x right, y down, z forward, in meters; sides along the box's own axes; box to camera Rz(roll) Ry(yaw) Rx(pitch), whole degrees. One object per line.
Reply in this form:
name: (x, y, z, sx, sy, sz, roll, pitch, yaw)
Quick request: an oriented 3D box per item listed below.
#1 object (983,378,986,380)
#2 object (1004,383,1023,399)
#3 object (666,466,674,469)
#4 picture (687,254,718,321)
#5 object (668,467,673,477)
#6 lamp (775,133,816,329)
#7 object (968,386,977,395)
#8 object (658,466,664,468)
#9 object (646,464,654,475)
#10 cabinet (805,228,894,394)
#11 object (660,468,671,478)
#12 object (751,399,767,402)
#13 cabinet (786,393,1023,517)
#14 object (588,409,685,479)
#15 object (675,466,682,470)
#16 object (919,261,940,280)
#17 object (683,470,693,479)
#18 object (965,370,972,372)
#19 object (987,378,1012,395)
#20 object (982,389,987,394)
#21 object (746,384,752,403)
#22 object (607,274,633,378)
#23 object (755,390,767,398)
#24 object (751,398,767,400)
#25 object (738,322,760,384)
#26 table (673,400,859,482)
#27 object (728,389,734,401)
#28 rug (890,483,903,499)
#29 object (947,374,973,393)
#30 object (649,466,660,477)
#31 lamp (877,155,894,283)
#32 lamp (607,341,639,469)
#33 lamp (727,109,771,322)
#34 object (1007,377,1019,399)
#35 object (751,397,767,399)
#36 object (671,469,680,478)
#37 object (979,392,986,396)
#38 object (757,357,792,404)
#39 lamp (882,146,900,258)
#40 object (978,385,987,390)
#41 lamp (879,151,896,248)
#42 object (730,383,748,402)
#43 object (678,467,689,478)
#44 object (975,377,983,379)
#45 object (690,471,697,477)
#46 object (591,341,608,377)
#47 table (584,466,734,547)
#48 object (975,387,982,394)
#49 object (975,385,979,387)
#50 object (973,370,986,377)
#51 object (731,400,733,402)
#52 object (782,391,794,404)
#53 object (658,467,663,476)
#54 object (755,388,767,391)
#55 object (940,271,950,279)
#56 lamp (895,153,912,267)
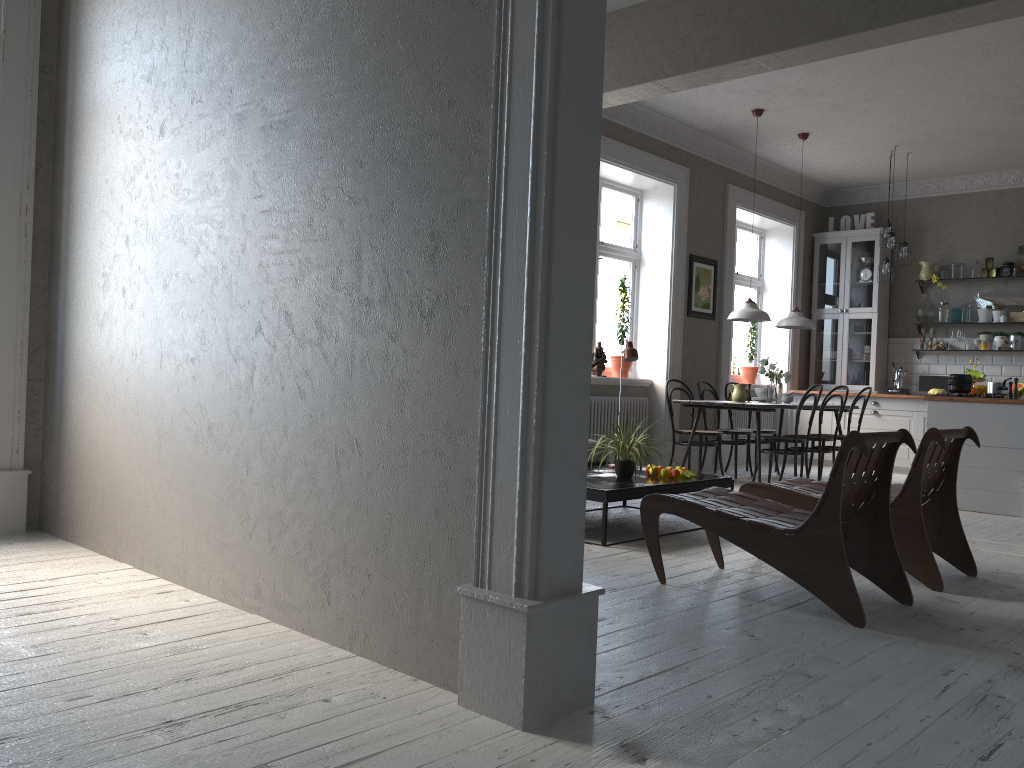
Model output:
object: (5.047, -0.051, 9.482, 0.050, 0.050, 0.051, 2, 0, -38)
object: (5.158, 0.073, 9.126, 0.221, 0.174, 0.232, 2, 0, -25)
object: (0.978, 0.541, 5.497, 0.062, 0.058, 0.061, 2, 0, -3)
picture: (1.927, -0.967, 8.936, 0.019, 0.619, 0.532, 3, 0, 43)
object: (0.974, 0.541, 5.435, 0.055, 0.058, 0.059, 3, 0, 34)
lamp: (2.748, -1.462, 8.469, 0.387, 1.858, 0.371, 2, 0, -40)
object: (4.893, 0.073, 9.434, 0.112, 0.110, 0.112, 2, 0, 10)
object: (0.927, 0.539, 5.532, 0.056, 0.058, 0.059, 2, 0, 26)
object: (0.862, 0.532, 5.503, 0.072, 0.066, 0.065, 2, 0, -42)
cabinet: (4.017, -0.834, 10.526, 0.861, 1.921, 0.396, 3, 0, 43)
object: (0.934, 0.537, 5.384, 0.063, 0.063, 0.060, 2, 0, -16)
object: (2.412, 0.162, 8.482, 0.242, 0.027, 0.233, 2, 0, -29)
cabinet: (4.203, 0.550, 8.485, 1.989, 0.854, 4.192, 2, 0, 0)
object: (0.708, 0.358, 5.270, 0.675, 0.420, 0.718, 2, 0, -29)
object: (1.041, 0.542, 5.503, 0.059, 0.062, 0.065, 2, 0, 24)
object: (4.712, -1.274, 10.016, 0.176, 0.216, 0.187, 2, 0, -33)
object: (1.062, 0.548, 5.362, 0.061, 0.053, 0.057, 2, 0, -41)
object: (4.928, -0.142, 9.553, 0.072, 0.058, 0.051, 2, 0, 19)
object: (3.861, 0.019, 6.929, 0.176, 0.134, 0.301, 2, 0, -12)
object: (5.073, 0.048, 9.464, 0.127, 0.120, 0.060, 2, 0, -24)
object: (2.127, 0.084, 7.948, 0.060, 0.167, 0.058, 2, 0, -34)
object: (1.047, -0.552, 8.398, 0.272, 0.991, 0.268, 2, 0, -8)
object: (2.414, 0.109, 8.481, 0.176, 0.094, 0.183, 3, 0, 34)
object: (2.413, 0.153, 8.482, 0.236, 0.027, 0.239, 2, 0, 11)
object: (2.763, -0.404, 10.264, 0.264, 0.813, 0.256, 2, 0, -20)
table: (2.391, 0.542, 8.244, 0.886, 0.735, 1.961, 3, 0, 43)
object: (2.130, 0.108, 8.428, 0.137, 0.112, 0.142, 2, 0, 25)
rug: (3.509, 0.948, 7.779, 0.720, 0.014, 1.316, 3, 0, 43)
object: (3.509, -0.003, 6.937, 0.187, 0.147, 0.196, 2, 0, 22)
object: (0.870, 0.533, 5.412, 0.071, 0.066, 0.069, 2, 0, -32)
lamp: (3.863, -1.906, 9.081, 0.146, 1.735, 0.148, 2, 0, 10)
lamp: (0.724, 0.140, 5.807, 0.139, 0.839, 0.249, 2, 0, -11)
lamp: (2.126, -1.484, 7.801, 0.382, 1.858, 0.376, 2, 0, -10)
object: (3.739, 0.030, 6.609, 0.071, 0.167, 0.036, 3, 0, 43)
object: (2.413, 0.145, 8.482, 0.241, 0.027, 0.233, 2, 0, -24)
object: (0.991, 0.543, 5.364, 0.057, 0.058, 0.056, 2, 0, -23)
object: (5.003, 0.113, 9.425, 0.068, 0.051, 0.090, 2, 0, 1)
object: (2.349, -0.031, 7.916, 0.305, 0.414, 0.257, 3, 0, 41)
lamp: (3.768, -2.117, 8.735, 0.147, 1.735, 0.146, 2, 0, 0)
object: (5.059, 0.041, 9.488, 0.124, 0.056, 0.061, 3, 0, 35)
lamp: (3.815, -2.247, 8.917, 0.144, 1.735, 0.149, 2, 0, 30)
object: (2.030, 0.078, 7.923, 0.149, 0.170, 0.136, 2, 0, 4)
object: (1.050, 0.541, 5.427, 0.076, 0.064, 0.074, 2, 0, -17)
object: (4.997, -0.050, 9.487, 0.074, 0.062, 0.102, 2, 0, 16)
object: (1.109, 0.557, 5.479, 0.067, 0.037, 0.047, 2, 0, -21)
object: (0.763, -0.232, 8.105, 0.117, 0.329, 0.242, 3, 0, 44)
table: (0.633, 0.707, 5.367, 0.831, 0.303, 1.338, 3, 0, 43)
object: (4.975, 0.065, 9.464, 0.089, 0.078, 0.087, 2, 0, -21)
object: (5.031, 0.057, 9.571, 0.083, 0.093, 0.088, 3, 0, 39)
object: (5.038, -0.106, 9.538, 0.090, 0.096, 0.177, 2, 0, -27)
object: (2.070, 0.078, 8.151, 0.094, 0.172, 0.097, 2, 0, 24)
object: (2.600, 0.124, 8.369, 0.130, 0.119, 0.122, 2, 0, -31)
object: (0.915, 0.539, 5.467, 0.057, 0.056, 0.061, 3, 0, 30)
object: (2.415, 0.089, 8.481, 0.176, 0.094, 0.183, 3, 0, 34)
object: (4.865, -1.214, 9.953, 0.101, 0.111, 0.105, 3, 0, 42)
lamp: (3.993, -2.059, 8.962, 0.144, 1.735, 0.149, 2, 0, 30)
